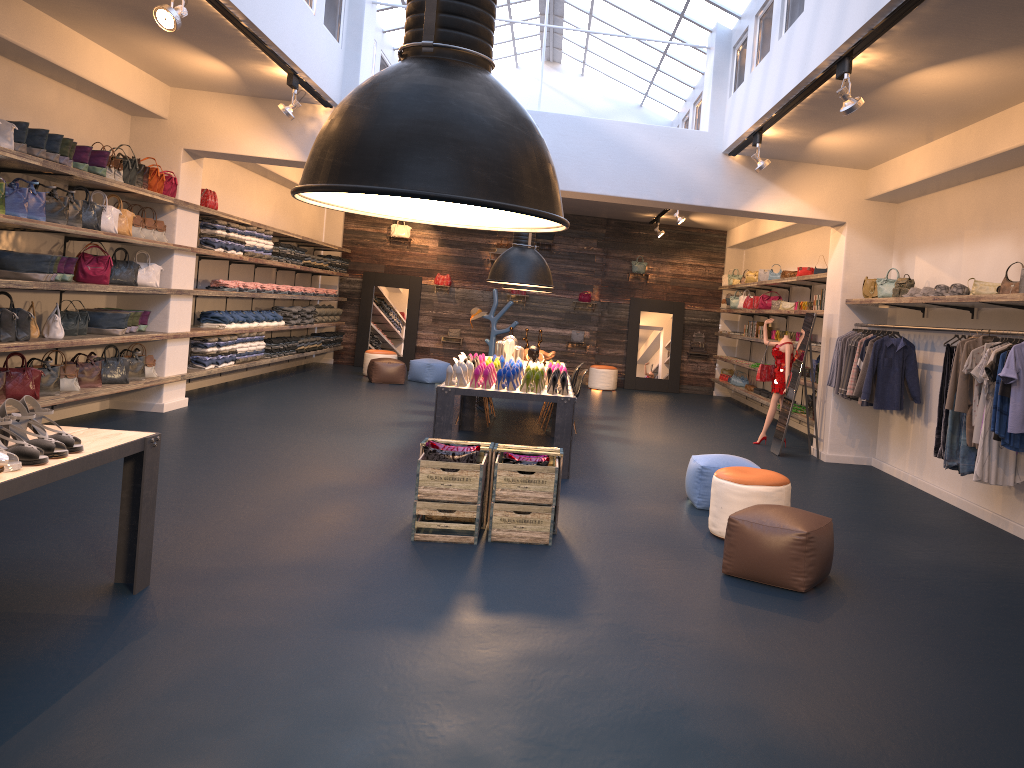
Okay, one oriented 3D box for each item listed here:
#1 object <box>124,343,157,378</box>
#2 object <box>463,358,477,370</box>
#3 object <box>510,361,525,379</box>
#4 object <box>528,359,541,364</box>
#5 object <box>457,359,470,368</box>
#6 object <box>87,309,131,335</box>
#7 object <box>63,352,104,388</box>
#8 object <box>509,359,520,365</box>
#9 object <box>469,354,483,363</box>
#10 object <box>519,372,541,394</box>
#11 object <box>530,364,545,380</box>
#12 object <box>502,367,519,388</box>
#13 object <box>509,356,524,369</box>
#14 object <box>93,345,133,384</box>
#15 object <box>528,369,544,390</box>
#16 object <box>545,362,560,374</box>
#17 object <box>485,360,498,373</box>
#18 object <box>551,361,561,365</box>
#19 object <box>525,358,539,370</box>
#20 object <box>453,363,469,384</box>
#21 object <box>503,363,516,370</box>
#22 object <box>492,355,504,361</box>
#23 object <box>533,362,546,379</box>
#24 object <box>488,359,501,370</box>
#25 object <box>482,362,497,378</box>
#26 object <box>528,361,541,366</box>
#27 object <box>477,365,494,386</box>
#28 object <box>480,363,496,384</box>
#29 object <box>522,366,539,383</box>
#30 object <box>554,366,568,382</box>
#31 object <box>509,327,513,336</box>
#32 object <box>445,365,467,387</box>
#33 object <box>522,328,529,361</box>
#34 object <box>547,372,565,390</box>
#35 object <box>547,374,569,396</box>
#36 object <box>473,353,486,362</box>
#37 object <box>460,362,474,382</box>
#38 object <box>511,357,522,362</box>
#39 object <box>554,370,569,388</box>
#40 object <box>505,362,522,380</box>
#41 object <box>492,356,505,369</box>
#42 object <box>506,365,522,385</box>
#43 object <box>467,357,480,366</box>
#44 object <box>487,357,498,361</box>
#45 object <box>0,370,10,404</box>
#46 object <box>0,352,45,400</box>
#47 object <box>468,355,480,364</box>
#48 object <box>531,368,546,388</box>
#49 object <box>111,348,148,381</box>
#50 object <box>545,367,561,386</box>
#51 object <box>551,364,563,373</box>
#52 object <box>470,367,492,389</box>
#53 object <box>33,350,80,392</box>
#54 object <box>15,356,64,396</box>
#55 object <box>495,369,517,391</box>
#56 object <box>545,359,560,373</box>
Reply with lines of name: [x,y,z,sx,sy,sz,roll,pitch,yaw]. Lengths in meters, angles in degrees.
object: [-3.968,-0.250,9.203,0.165,0.366,0.414,6,3,40]
object: [-0.441,-0.174,8.975,0.206,0.195,0.237,5,3,-6]
object: [0.048,-0.157,9.301,0.204,0.195,0.240,5,3,-2]
object: [0.251,-0.188,9.856,0.205,0.195,0.238,5,3,-4]
object: [-0.462,-0.151,8.703,0.199,0.195,0.246,6,3,7]
object: [-3.974,-0.606,8.495,0.448,0.231,0.165,3,3,-31]
object: [-3.956,-0.131,8.050,0.201,0.338,0.405,7,3,36]
object: [0.029,-0.184,9.573,0.204,0.195,0.240,5,3,-2]
object: [-0.407,-0.243,9.781,0.203,0.195,0.248,6,3,10]
object: [0.177,-0.021,7.932,0.208,0.195,0.236,5,3,-9]
object: [0.250,-0.115,9.042,0.204,0.195,0.240,5,3,-2]
object: [-0.030,-0.066,8.215,0.204,0.195,0.240,5,3,-2]
object: [0.044,-0.230,10.099,0.200,0.195,0.244,5,3,5]
object: [-3.924,-0.195,8.487,0.179,0.385,0.456,6,3,33]
object: [0.206,-0.043,8.204,0.204,0.195,0.240,5,3,-2]
object: [0.462,-0.147,9.616,0.204,0.195,0.240,5,3,-2]
object: [-0.215,-0.152,8.969,0.204,0.195,0.240,5,3,-2]
object: [0.484,-0.168,9.871,0.204,0.195,0.240,5,3,-2]
object: [0.254,-0.214,10.145,0.204,0.195,0.240,5,3,-2]
object: [-0.494,-0.102,8.124,0.209,0.195,0.235,5,3,-10]
object: [-0.018,-0.112,8.732,0.204,0.195,0.240,5,3,-2]
object: [-0.159,-0.248,10.085,0.204,0.195,0.240,5,3,-2]
object: [0.278,-0.138,9.322,0.204,0.195,0.240,5,3,-2]
object: [-0.193,-0.176,9.258,0.204,0.195,0.240,5,3,-2]
object: [-0.230,-0.128,8.693,0.200,0.195,0.245,6,3,6]
object: [0.239,-0.164,9.575,0.206,0.195,0.237,5,3,-6]
object: [-0.269,-0.084,8.162,0.204,0.195,0.240,5,3,-2]
object: [-0.252,-0.107,8.431,0.201,0.195,0.243,5,3,3]
object: [0.203,-0.092,8.739,0.204,0.195,0.240,5,3,-2]
object: [0.496,-0.093,9.059,0.206,0.195,0.238,5,3,-5]
object: [-0.031,-0.589,12.457,0.137,0.468,0.142,5,1,9]
object: [-0.507,-0.077,7.840,0.201,0.195,0.244,5,3,4]
object: [0.181,-0.572,12.482,0.128,0.468,0.151,6,1,41]
object: [0.435,-0.024,8.236,0.204,0.195,0.240,5,3,-2]
object: [0.426,0.000,7.956,0.204,0.195,0.240,5,3,-2]
object: [-0.384,-0.266,10.050,0.207,0.195,0.236,5,3,-8]
object: [-0.455,-0.123,8.403,0.211,0.195,0.232,4,3,-15]
object: [0.043,-0.205,9.828,0.204,0.195,0.240,5,3,-2]
object: [0.463,-0.047,8.516,0.204,0.195,0.240,5,3,-2]
object: [0.006,-0.137,9.039,0.210,0.195,0.241,5,3,-2]
object: [-0.160,-0.222,9.802,0.208,0.195,0.235,5,3,-10]
object: [-0.001,-0.087,8.476,0.205,0.195,0.239,5,3,-4]
object: [-0.410,-0.195,9.248,0.200,0.195,0.245,6,3,6]
object: [-0.204,-0.203,9.547,0.202,0.195,0.242,5,3,2]
object: [-4.018,-0.006,6.606,0.201,0.338,0.405,7,3,36]
object: [-3.996,-0.067,6.986,0.179,0.385,0.458,6,3,36]
object: [-0.427,-0.220,9.505,0.204,0.195,0.240,5,3,-2]
object: [0.236,-0.064,8.462,0.206,0.195,0.237,5,3,-6]
object: [-3.901,-0.200,8.879,0.200,0.338,0.406,7,3,39]
object: [0.428,-0.076,8.796,0.199,0.195,0.246,6,3,7]
object: [0.496,-0.119,9.340,0.200,0.195,0.245,6,3,5]
object: [-0.279,-0.059,7.878,0.205,0.195,0.238,5,3,-4]
object: [-4.034,-0.117,7.670,0.165,0.366,0.414,6,3,40]
object: [-3.969,-0.064,7.310,0.200,0.338,0.406,7,3,39]
object: [-0.059,-0.043,7.926,0.200,0.195,0.245,6,3,6]
object: [0.492,-0.191,10.139,0.204,0.195,0.240,5,3,-2]
